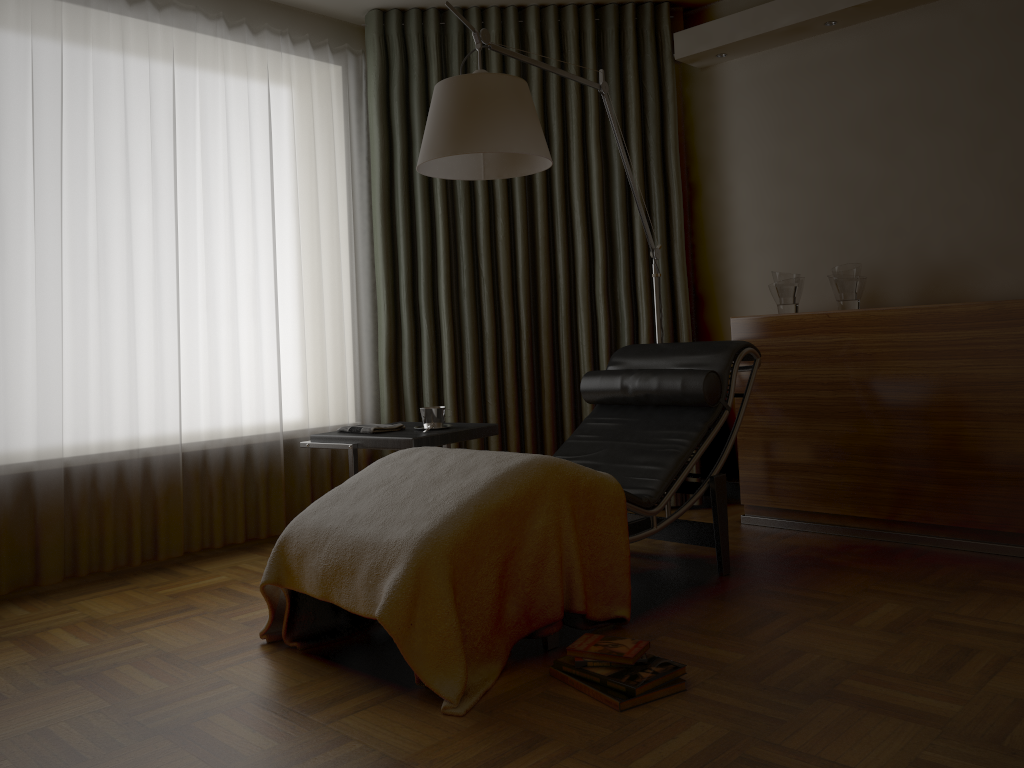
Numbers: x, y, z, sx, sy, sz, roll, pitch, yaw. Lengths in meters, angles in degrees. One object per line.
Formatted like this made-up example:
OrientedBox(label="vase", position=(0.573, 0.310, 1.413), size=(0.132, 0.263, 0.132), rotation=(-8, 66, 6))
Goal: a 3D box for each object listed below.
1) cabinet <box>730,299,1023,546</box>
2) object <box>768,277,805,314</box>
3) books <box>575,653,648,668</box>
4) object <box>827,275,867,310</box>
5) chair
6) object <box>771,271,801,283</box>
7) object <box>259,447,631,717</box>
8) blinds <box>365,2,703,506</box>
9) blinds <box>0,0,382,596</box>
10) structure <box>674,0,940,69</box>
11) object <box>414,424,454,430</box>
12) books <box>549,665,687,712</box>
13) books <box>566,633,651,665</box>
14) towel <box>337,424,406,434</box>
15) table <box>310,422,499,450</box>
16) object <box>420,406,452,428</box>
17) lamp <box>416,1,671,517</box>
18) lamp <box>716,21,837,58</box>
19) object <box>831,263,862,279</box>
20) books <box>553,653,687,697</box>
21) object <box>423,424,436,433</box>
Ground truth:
OrientedBox(label="cabinet", position=(1.717, 0.124, 3.405), size=(1.670, 0.864, 0.416), rotation=(-1, 0, 44))
OrientedBox(label="object", position=(1.198, -0.382, 3.844), size=(0.156, 0.155, 0.155), rotation=(-3, 0, 1))
OrientedBox(label="books", position=(0.241, 0.666, 2.175), size=(0.173, 0.018, 0.123), rotation=(-3, 3, 3))
OrientedBox(label="object", position=(1.391, -0.383, 3.658), size=(0.155, 0.155, 0.156), rotation=(-3, 0, 34))
OrientedBox(label="chair", position=(0.175, 0.284, 2.937), size=(0.634, 0.799, 1.791), rotation=(-3, 1, 44))
OrientedBox(label="object", position=(1.197, -0.421, 3.846), size=(0.122, 0.150, 0.123), rotation=(-3, 0, 26))
OrientedBox(label="object", position=(-0.197, 0.468, 2.561), size=(0.915, 0.521, 0.910), rotation=(-1, 2, 44))
OrientedBox(label="blinds", position=(0.086, -0.621, 4.314), size=(1.532, 2.461, 0.223), rotation=(-3, -2, -1))
OrientedBox(label="blinds", position=(-1.423, -0.454, 3.565), size=(0.092, 2.297, 2.199), rotation=(-5, -2, 44))
OrientedBox(label="structure", position=(1.666, -1.652, 3.641), size=(2.173, 0.130, 0.274), rotation=(0, 3, 44))
OrientedBox(label="object", position=(-0.296, 0.164, 3.334), size=(0.150, 0.009, 0.149), rotation=(-5, 3, -40))
OrientedBox(label="books", position=(0.250, 0.708, 2.128), size=(0.200, 0.022, 0.280), rotation=(-4, 3, -32))
OrientedBox(label="books", position=(0.237, 0.649, 2.169), size=(0.172, 0.018, 0.123), rotation=(-1, 3, 28))
OrientedBox(label="towel", position=(-0.530, 0.169, 3.362), size=(0.179, 0.035, 0.240), rotation=(-5, 3, -42))
OrientedBox(label="table", position=(-0.405, 0.194, 3.378), size=(0.516, 0.045, 0.500), rotation=(-1, 3, 35))
OrientedBox(label="object", position=(-0.293, 0.128, 3.340), size=(0.111, 0.079, 0.097), rotation=(-4, 1, -45))
OrientedBox(label="lamp", position=(0.287, -0.277, 3.218), size=(1.416, 1.973, 0.450), rotation=(-2, -2, -42))
OrientedBox(label="lamp", position=(1.407, -1.597, 3.876), size=(1.155, 0.028, 0.050), rotation=(0, 3, 44))
OrientedBox(label="object", position=(1.389, -0.421, 3.660), size=(0.122, 0.150, 0.122), rotation=(-3, 0, 24))
OrientedBox(label="books", position=(0.260, 0.686, 2.142), size=(0.189, 0.020, 0.264), rotation=(-5, 3, -42))
OrientedBox(label="object", position=(-0.307, 0.163, 3.234), size=(0.029, 0.019, 0.123), rotation=(-2, 3, 13))
